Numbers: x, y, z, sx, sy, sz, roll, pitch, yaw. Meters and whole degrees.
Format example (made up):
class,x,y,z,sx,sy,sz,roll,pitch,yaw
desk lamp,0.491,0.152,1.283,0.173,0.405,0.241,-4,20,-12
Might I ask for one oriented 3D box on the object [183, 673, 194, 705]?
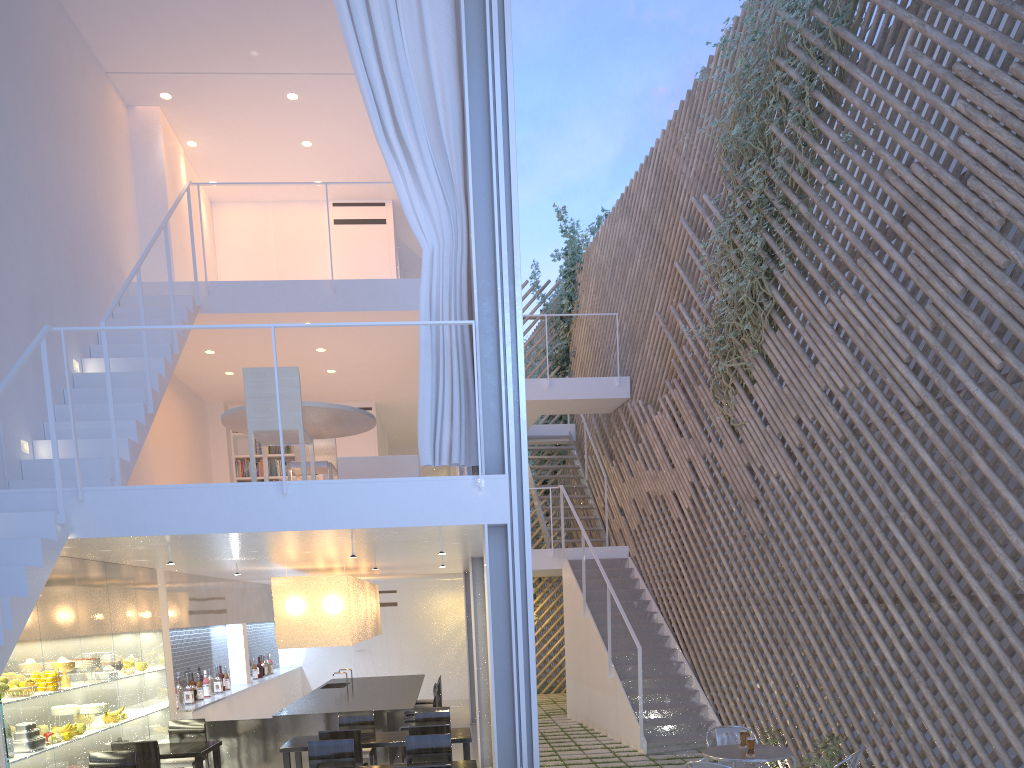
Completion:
class,x,y,z,sx,sy,sz,roll,pitch,yaw
object,-1.941,1.581,4.135,0.047,0.281,2.057,-3,-15,-5

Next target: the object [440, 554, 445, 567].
class,x,y,z,sx,sy,sz,roll,pitch,yaw
object,-0.351,0.883,4.141,0.029,0.079,0.028,-2,5,7

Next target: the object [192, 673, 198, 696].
class,x,y,z,sx,sy,sz,roll,pitch,yaw
object,-1.977,1.606,4.224,0.067,0.280,2.211,-3,-15,-5

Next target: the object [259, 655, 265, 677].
class,x,y,z,sx,sy,sz,roll,pitch,yaw
object,-2.182,2.452,7.161,0.046,0.204,0.045,-3,6,-5

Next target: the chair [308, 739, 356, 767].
class,x,y,z,sx,sy,sz,roll,pitch,yaw
chair,-0.749,1.693,3.394,0.192,0.438,0.236,-3,2,-5

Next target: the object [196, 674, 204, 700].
class,x,y,z,sx,sy,sz,roll,pitch,yaw
object,-1.949,1.584,4.151,0.058,0.285,2.504,-3,-15,-4

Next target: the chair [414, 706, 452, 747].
class,x,y,z,sx,sy,sz,roll,pitch,yaw
chair,-0.418,1.950,4.402,0.192,0.438,0.236,-3,2,-5

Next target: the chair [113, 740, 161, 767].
class,x,y,z,sx,sy,sz,roll,pitch,yaw
chair,-1.685,1.847,3.820,0.192,0.438,0.236,-3,2,-5

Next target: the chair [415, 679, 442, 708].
class,x,y,z,sx,sy,sz,roll,pitch,yaw
chair,-0.656,2.452,6.228,0.240,0.439,0.188,-3,4,-7

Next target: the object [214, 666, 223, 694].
class,x,y,z,sx,sy,sz,roll,pitch,yaw
object,-2.062,2.073,5.769,0.046,0.203,0.045,-3,6,-3

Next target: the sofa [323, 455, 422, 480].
class,x,y,z,sx,sy,sz,roll,pitch,yaw
sofa,-0.763,0.689,4.753,0.499,0.359,1.014,-2,-12,-5

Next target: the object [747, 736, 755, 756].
class,x,y,z,sx,sy,sz,roll,pitch,yaw
object,0.937,1.422,3.229,0.031,0.077,0.031,1,5,40

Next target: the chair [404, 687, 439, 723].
class,x,y,z,sx,sy,sz,roll,pitch,yaw
chair,-0.610,2.269,5.556,0.240,0.439,0.187,-3,4,-7

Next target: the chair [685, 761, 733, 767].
class,x,y,z,sx,sy,sz,roll,pitch,yaw
chair,0.783,1.561,3.055,0.264,0.380,0.246,-2,0,40

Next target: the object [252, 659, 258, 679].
class,x,y,z,sx,sy,sz,roll,pitch,yaw
object,-2.161,2.395,6.909,0.041,0.182,0.041,-6,7,-34

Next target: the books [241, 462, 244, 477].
class,x,y,z,sx,sy,sz,roll,pitch,yaw
books,-2.102,0.681,6.452,0.021,0.123,0.092,-3,-1,-5

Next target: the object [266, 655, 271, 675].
class,x,y,z,sx,sy,sz,roll,pitch,yaw
object,-2.186,2.519,7.376,0.046,0.187,0.044,-3,6,-5

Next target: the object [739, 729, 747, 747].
class,x,y,z,sx,sy,sz,roll,pitch,yaw
object,0.962,1.473,3.422,0.031,0.077,0.031,1,5,40

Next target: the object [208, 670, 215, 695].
class,x,y,z,sx,sy,sz,roll,pitch,yaw
object,-2.068,2.047,5.642,0.045,0.187,0.044,3,8,42

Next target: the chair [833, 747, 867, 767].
class,x,y,z,sx,sy,sz,roll,pitch,yaw
chair,1.227,1.573,3.170,0.250,0.380,0.259,-2,0,35

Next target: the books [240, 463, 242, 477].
class,x,y,z,sx,sy,sz,roll,pitch,yaw
books,-2.115,0.683,6.452,0.006,0.121,0.090,-3,-1,-5

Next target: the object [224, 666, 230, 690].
class,x,y,z,sx,sy,sz,roll,pitch,yaw
object,-2.085,2.148,6.005,0.041,0.182,0.041,-6,7,-34

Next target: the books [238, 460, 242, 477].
class,x,y,z,sx,sy,sz,roll,pitch,yaw
books,-2.127,0.673,6.450,0.015,0.142,0.088,-3,1,-5

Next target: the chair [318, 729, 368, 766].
class,x,y,z,sx,sy,sz,roll,pitch,yaw
chair,-0.790,1.832,3.906,0.192,0.438,0.236,-3,2,-5

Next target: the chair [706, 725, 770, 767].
class,x,y,z,sx,sy,sz,roll,pitch,yaw
chair,0.997,1.715,3.660,0.262,0.380,0.247,-2,0,-5

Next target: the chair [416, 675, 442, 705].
class,x,y,z,sx,sy,sz,roll,pitch,yaw
chair,-0.680,2.543,6.564,0.240,0.439,0.187,-2,4,-3

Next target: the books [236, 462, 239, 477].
class,x,y,z,sx,sy,sz,roll,pitch,yaw
books,-2.141,0.679,6.447,0.015,0.128,0.095,-3,-1,-5

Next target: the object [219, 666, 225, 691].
class,x,y,z,sx,sy,sz,roll,pitch,yaw
object,-2.095,2.123,5.934,0.044,0.194,0.045,-4,6,-13

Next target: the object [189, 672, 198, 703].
class,x,y,z,sx,sy,sz,roll,pitch,yaw
object,-1.945,1.593,4.181,0.106,0.280,2.136,-3,-15,-3

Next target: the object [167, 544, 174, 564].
class,x,y,z,sx,sy,sz,roll,pitch,yaw
object,-1.281,0.636,3.081,0.029,0.079,0.028,-2,5,7

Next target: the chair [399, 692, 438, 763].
class,x,y,z,sx,sy,sz,roll,pitch,yaw
chair,-0.588,2.177,5.220,0.240,0.439,0.187,-2,4,-3

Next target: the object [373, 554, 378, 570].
class,x,y,z,sx,sy,sz,roll,pitch,yaw
object,-0.685,0.890,4.117,0.029,0.079,0.028,-2,5,7

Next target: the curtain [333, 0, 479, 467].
class,x,y,z,sx,sy,sz,roll,pitch,yaw
curtain,-0.417,-0.906,2.757,0.515,2.425,0.094,-3,7,-7

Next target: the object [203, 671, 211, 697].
class,x,y,z,sx,sy,sz,roll,pitch,yaw
object,-2.051,2.012,5.518,0.044,0.186,0.042,-3,6,-4

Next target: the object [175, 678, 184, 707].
class,x,y,z,sx,sy,sz,roll,pitch,yaw
object,-1.963,1.563,4.066,0.046,0.281,1.929,-3,-14,-4

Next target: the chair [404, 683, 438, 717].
class,x,y,z,sx,sy,sz,roll,pitch,yaw
chair,-0.648,2.361,5.891,0.239,0.439,0.188,-3,4,-10

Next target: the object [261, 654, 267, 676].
class,x,y,z,sx,sy,sz,roll,pitch,yaw
object,-2.192,2.477,7.247,0.046,0.203,0.045,-3,6,-3

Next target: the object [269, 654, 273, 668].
class,x,y,z,sx,sy,sz,roll,pitch,yaw
object,-2.203,2.552,7.500,0.044,0.186,0.042,-2,6,8

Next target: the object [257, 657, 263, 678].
class,x,y,z,sx,sy,sz,roll,pitch,yaw
object,-2.154,2.417,7.015,0.044,0.194,0.045,-4,6,-13

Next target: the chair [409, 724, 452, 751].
class,x,y,z,sx,sy,sz,roll,pitch,yaw
chair,-0.381,1.823,3.936,0.192,0.438,0.236,-3,2,-5

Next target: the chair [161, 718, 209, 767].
class,x,y,z,sx,sy,sz,roll,pitch,yaw
chair,-1.725,1.983,4.320,0.192,0.438,0.236,-3,2,-5

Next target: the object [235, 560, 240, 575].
class,x,y,z,sx,sy,sz,roll,pitch,yaw
object,-1.360,0.905,4.067,0.029,0.079,0.028,-2,5,7

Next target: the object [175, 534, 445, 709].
class,x,y,z,sx,sy,sz,roll,pitch,yaw
object,-1.179,1.251,4.007,1.670,0.804,1.897,-1,-11,-7

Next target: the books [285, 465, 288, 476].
class,x,y,z,sx,sy,sz,roll,pitch,yaw
books,-1.774,0.690,6.492,0.021,0.099,0.063,-3,1,-5

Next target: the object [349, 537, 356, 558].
class,x,y,z,sx,sy,sz,roll,pitch,yaw
object,-0.606,0.621,3.130,0.029,0.079,0.028,-2,5,7

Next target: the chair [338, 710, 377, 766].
class,x,y,z,sx,sy,sz,roll,pitch,yaw
chair,-0.827,1.959,4.372,0.192,0.438,0.236,-3,2,-5

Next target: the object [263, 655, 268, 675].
class,x,y,z,sx,sy,sz,roll,pitch,yaw
object,-2.197,2.504,7.320,0.045,0.187,0.044,3,8,41

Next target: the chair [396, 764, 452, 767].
class,x,y,z,sx,sy,sz,roll,pitch,yaw
chair,-0.303,1.557,2.959,0.192,0.438,0.236,-3,2,-5

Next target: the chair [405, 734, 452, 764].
class,x,y,z,sx,sy,sz,roll,pitch,yaw
chair,-0.340,1.684,3.424,0.192,0.438,0.236,-3,2,-5

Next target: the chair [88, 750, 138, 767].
class,x,y,z,sx,sy,sz,roll,pitch,yaw
chair,-1.647,1.717,3.343,0.192,0.438,0.236,-3,2,-5

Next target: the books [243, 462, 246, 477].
class,x,y,z,sx,sy,sz,roll,pitch,yaw
books,-2.088,0.681,6.451,0.006,0.123,0.095,-3,-1,-5

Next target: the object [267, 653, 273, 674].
class,x,y,z,sx,sy,sz,roll,pitch,yaw
object,-2.200,2.527,7.437,0.047,0.203,0.044,2,8,37

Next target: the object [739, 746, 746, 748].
class,x,y,z,sx,sy,sz,roll,pitch,yaw
object,-0.472,1.327,3.299,2.899,0.438,0.059,-1,7,-4
